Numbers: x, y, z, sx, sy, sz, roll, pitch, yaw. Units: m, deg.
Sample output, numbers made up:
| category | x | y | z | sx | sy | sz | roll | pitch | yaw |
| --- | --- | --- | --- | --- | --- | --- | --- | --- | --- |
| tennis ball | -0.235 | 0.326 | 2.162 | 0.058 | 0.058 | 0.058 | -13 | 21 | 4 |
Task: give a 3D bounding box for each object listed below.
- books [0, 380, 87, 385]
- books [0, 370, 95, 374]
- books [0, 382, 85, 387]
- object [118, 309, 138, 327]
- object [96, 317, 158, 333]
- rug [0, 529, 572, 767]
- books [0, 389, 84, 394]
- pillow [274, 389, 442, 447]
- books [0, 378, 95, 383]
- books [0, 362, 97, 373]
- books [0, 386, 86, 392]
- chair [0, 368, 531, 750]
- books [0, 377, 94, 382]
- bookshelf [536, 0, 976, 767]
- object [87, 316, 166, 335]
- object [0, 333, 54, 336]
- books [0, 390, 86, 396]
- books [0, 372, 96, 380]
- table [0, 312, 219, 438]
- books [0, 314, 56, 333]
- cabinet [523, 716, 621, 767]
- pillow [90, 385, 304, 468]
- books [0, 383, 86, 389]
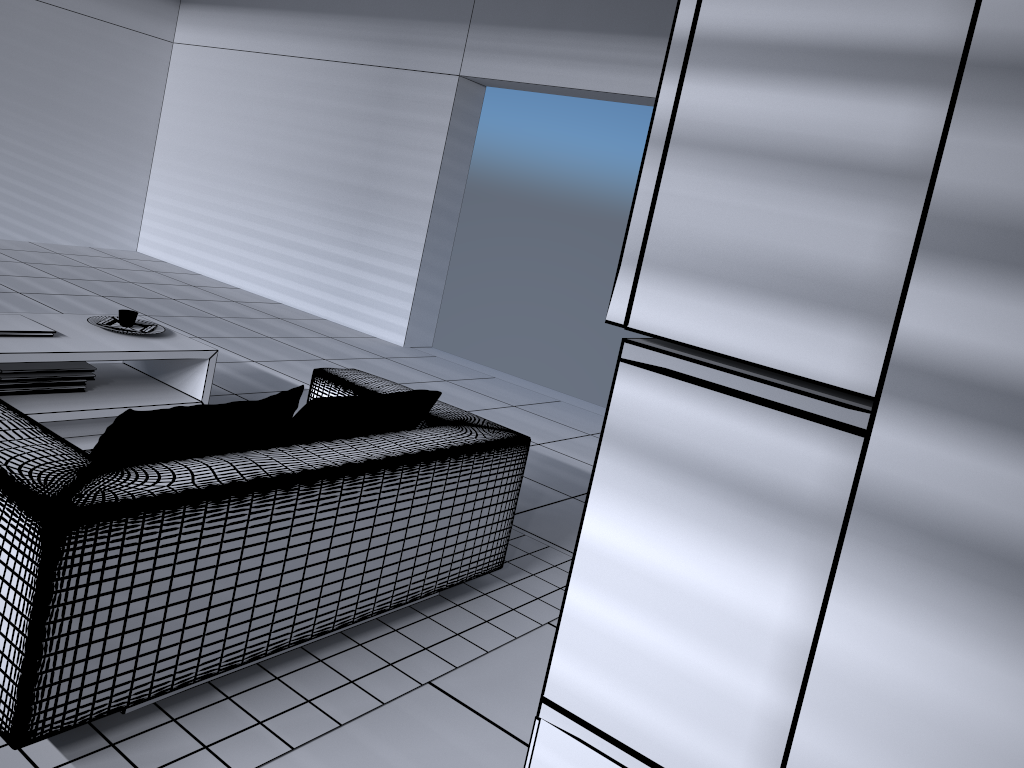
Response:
| category | x | y | z | sx | sy | sz | roll | pitch | yaw |
| --- | --- | --- | --- | --- | --- | --- | --- | --- | --- |
| books | -2.025 | -0.046 | 3.663 | 0.290 | 0.008 | 0.415 | 20 | 13 | 34 |
| books | -2.014 | -0.088 | 3.676 | 0.290 | 0.008 | 0.415 | 20 | 13 | 34 |
| books | -2.043 | -0.038 | 3.653 | 0.290 | 0.008 | 0.415 | 20 | 13 | 34 |
| object | -1.731 | -0.292 | 3.976 | 0.096 | 0.069 | 0.085 | 15 | 9 | 15 |
| object | -1.735 | -0.262 | 3.977 | 0.216 | 0.012 | 0.218 | 10 | 11 | -10 |
| rug | -0.911 | 0.545 | 2.919 | 1.826 | 0.001 | 2.231 | 19 | 13 | 33 |
| books | -2.047 | -0.009 | 3.654 | 0.290 | 0.008 | 0.415 | 20 | 13 | 34 |
| pillow | -0.535 | 0.176 | 2.776 | 0.345 | 0.384 | 0.567 | 17 | 10 | 30 |
| books | -2.016 | -0.051 | 3.683 | 0.290 | 0.008 | 0.415 | 20 | 13 | 34 |
| books | -1.996 | -0.096 | 3.686 | 0.290 | 0.008 | 0.415 | 20 | 13 | 34 |
| books | -2.029 | -0.018 | 3.664 | 0.290 | 0.008 | 0.415 | 20 | 13 | 34 |
| chair | -0.828 | 0.336 | 2.624 | 0.975 | 0.545 | 1.648 | 18 | 12 | 33 |
| books | -2.018 | -0.059 | 3.677 | 0.290 | 0.008 | 0.415 | 20 | 13 | 34 |
| bookshelf | 1.064 | -0.276 | 1.953 | 0.332 | 1.236 | 2.815 | 16 | 10 | 33 |
| object | -1.739 | -0.256 | 3.975 | 0.327 | 0.024 | 0.336 | 7 | 12 | -26 |
| object | -2.081 | -0.232 | 3.498 | 0.290 | 0.008 | 0.415 | 20 | 13 | 34 |
| books | -2.045 | -0.001 | 3.660 | 0.290 | 0.008 | 0.415 | 20 | 13 | 34 |
| books | -2.000 | -0.068 | 3.687 | 0.290 | 0.008 | 0.415 | 20 | 13 | 34 |
| table | -1.965 | -0.033 | 3.688 | 0.660 | 0.384 | 1.200 | 18 | 12 | 33 |
| books | -2.088 | -0.242 | 3.503 | 0.290 | 0.008 | 0.415 | 20 | 13 | 34 |
| cabinet | 0.861 | 0.809 | 2.368 | 0.582 | 0.444 | 2.268 | 18 | 12 | 33 |
| pillow | -0.860 | 0.180 | 2.297 | 0.304 | 0.393 | 0.566 | 17 | 10 | 31 |
| books | -2.041 | -0.030 | 3.659 | 0.290 | 0.008 | 0.415 | 20 | 13 | 34 |
